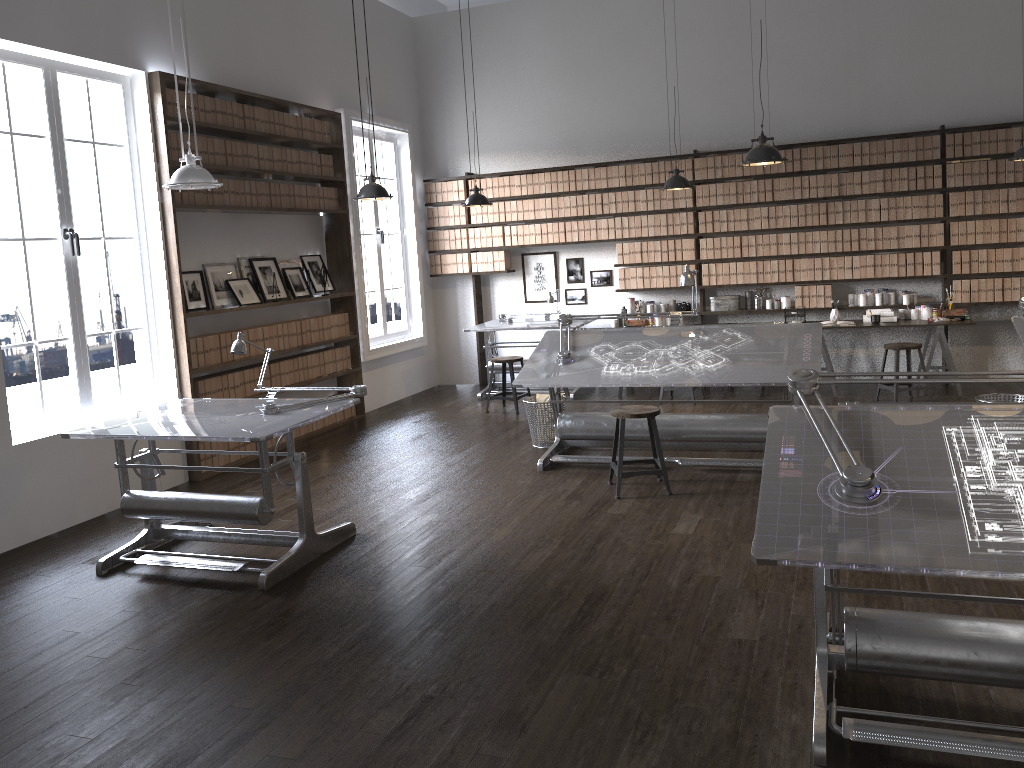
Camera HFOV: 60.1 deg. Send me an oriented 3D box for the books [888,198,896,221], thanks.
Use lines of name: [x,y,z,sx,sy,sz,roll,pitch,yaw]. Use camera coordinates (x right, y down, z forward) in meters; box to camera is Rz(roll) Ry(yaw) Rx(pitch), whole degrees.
books: [3.705,-1.701,8.637,0.066,0.224,0.175,-1,7,21]

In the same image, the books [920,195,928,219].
books: [3.963,-1.702,8.535,0.067,0.224,0.175,-1,7,21]

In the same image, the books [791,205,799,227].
books: [2.858,-1.693,8.950,0.066,0.224,0.175,-1,7,21]

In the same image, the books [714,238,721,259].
books: [2.157,-1.414,9.247,0.067,0.224,0.175,-1,7,21]

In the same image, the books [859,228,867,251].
books: [3.472,-1.425,8.760,0.066,0.224,0.175,-1,7,21]

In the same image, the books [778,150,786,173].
books: [2.725,-2.239,8.935,0.066,0.224,0.175,-1,7,21]

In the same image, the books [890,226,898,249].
books: [3.733,-1.426,8.655,0.067,0.224,0.175,-1,7,21]

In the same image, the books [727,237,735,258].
books: [2.280,-1.416,9.208,0.066,0.224,0.175,-1,7,21]

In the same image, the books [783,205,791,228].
books: [2.791,-1.693,8.978,0.066,0.224,0.175,-1,7,21]

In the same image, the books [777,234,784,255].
books: [2.744,-1.419,9.032,0.066,0.224,0.175,-1,7,21]

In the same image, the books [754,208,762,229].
books: [2.527,-1.691,9.078,0.066,0.224,0.175,-1,7,21]

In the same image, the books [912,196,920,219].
books: [3.901,-1.701,8.558,0.066,0.224,0.175,-1,7,21]

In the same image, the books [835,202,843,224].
books: [3.253,-1.697,8.804,0.066,0.224,0.175,-1,7,21]

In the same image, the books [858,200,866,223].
books: [3.448,-1.698,8.729,0.067,0.224,0.175,-1,7,21]

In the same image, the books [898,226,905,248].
books: [3.797,-1.427,8.636,0.066,0.224,0.175,-1,7,21]

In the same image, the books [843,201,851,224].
books: [3.320,-1.698,8.783,0.066,0.224,0.175,-1,7,21]

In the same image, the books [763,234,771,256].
books: [2.618,-1.419,9.080,0.066,0.224,0.175,-1,7,21]

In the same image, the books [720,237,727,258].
books: [2.218,-1.415,9.229,0.066,0.224,0.175,-1,7,21]

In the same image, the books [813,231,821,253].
books: [3.066,-1.421,8.909,0.066,0.224,0.175,-1,7,21]

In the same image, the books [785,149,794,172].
books: [2.794,-2.240,8.914,0.066,0.224,0.175,-1,7,21]

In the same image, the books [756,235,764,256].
books: [2.552,-1.418,9.105,0.066,0.224,0.175,-1,7,21]

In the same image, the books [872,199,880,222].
books: [3.570,-1.699,8.686,0.066,0.224,0.175,-1,7,21]

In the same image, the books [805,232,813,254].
books: [3.002,-1.422,8.937,0.066,0.224,0.175,-1,7,21]

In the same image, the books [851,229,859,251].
books: [3.400,-1.424,8.781,0.067,0.224,0.175,-1,7,21]

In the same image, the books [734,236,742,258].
books: [2.347,-1.416,9.177,0.067,0.224,0.175,-1,7,21]

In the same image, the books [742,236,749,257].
books: [2.419,-1.417,9.155,0.066,0.224,0.175,-1,7,21]

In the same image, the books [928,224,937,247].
books: [4.049,-1.429,8.544,0.066,0.224,0.175,-1,7,21]

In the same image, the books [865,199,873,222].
books: [3.512,-1.699,8.709,0.066,0.224,0.175,-1,7,21]

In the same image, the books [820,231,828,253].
books: [3.133,-1.421,8.880,0.066,0.224,0.175,-1,7,21]

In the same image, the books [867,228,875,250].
books: [3.537,-1.425,8.730,0.066,0.224,0.175,-1,7,21]

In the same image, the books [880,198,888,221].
books: [3.637,-1.699,8.659,0.067,0.224,0.175,-1,7,21]

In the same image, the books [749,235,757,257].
books: [2.484,-1.417,9.126,0.066,0.224,0.175,-1,7,21]

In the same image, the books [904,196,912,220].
books: [3.834,-1.701,8.587,0.066,0.224,0.175,-1,7,21]

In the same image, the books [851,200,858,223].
books: [3.387,-1.698,8.758,0.066,0.224,0.175,-1,7,21]

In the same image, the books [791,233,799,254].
books: [2.869,-1.420,8.981,0.067,0.224,0.175,-1,7,21]

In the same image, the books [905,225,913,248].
books: [3.855,-1.427,8.613,0.066,0.224,0.175,-1,7,21]

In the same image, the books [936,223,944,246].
books: [4.108,-1.429,8.514,0.067,0.224,0.175,-1,7,21]

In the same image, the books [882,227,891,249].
books: [3.671,-1.426,8.684,0.066,0.224,0.175,-1,7,21]

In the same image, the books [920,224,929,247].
books: [3.984,-1.429,8.566,0.066,0.224,0.175,-1,7,21]

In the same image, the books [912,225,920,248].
books: [3.916,-1.428,8.587,0.067,0.224,0.175,-1,7,21]

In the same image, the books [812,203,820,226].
books: [3.048,-1.696,8.885,0.066,0.224,0.175,-1,7,21]

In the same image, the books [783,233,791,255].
books: [2.802,-1.419,9.008,0.066,0.224,0.175,-1,7,21]

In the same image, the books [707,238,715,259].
books: [2.089,-1.414,9.272,0.066,0.224,0.175,-1,7,21]

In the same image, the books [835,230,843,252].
books: [3.261,-1.423,8.837,0.066,0.224,0.175,-1,7,21]

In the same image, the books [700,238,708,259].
books: [2.023,-1.414,9.301,0.066,0.224,0.175,-1,7,21]

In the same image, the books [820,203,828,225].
books: [3.116,-1.696,8.854,0.067,0.224,0.175,-1,7,21]

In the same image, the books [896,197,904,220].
books: [3.770,-1.701,8.615,0.066,0.224,0.175,-1,7,21]

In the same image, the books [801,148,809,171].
books: [2.933,-2.241,8.862,0.066,0.224,0.175,-1,7,21]

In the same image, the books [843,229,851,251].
books: [3.333,-1.424,8.812,0.066,0.224,0.175,-1,7,21]

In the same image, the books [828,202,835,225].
books: [3.188,-1.697,8.833,0.066,0.224,0.175,-1,7,21]

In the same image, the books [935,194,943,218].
books: [4.090,-1.703,8.493,0.066,0.224,0.175,-1,7,21]

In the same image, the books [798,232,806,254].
books: [2.936,-1.421,8.960,0.066,0.224,0.175,-1,7,21]

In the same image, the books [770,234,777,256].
books: [2.679,-1.418,9.051,0.067,0.224,0.175,-1,7,21]

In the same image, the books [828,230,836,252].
books: [3.200,-1.422,8.855,0.067,0.224,0.175,-1,7,21]

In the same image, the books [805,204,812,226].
books: [2.986,-1.695,8.906,0.066,0.224,0.175,-1,7,21]

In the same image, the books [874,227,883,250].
books: [3.605,-1.426,8.709,0.066,0.224,0.175,-1,7,21]

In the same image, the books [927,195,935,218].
books: [4.024,-1.703,8.516,0.066,0.224,0.175,-1,7,21]

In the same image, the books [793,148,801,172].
books: [2.862,-2.240,8.882,0.067,0.224,0.175,-1,7,21]
